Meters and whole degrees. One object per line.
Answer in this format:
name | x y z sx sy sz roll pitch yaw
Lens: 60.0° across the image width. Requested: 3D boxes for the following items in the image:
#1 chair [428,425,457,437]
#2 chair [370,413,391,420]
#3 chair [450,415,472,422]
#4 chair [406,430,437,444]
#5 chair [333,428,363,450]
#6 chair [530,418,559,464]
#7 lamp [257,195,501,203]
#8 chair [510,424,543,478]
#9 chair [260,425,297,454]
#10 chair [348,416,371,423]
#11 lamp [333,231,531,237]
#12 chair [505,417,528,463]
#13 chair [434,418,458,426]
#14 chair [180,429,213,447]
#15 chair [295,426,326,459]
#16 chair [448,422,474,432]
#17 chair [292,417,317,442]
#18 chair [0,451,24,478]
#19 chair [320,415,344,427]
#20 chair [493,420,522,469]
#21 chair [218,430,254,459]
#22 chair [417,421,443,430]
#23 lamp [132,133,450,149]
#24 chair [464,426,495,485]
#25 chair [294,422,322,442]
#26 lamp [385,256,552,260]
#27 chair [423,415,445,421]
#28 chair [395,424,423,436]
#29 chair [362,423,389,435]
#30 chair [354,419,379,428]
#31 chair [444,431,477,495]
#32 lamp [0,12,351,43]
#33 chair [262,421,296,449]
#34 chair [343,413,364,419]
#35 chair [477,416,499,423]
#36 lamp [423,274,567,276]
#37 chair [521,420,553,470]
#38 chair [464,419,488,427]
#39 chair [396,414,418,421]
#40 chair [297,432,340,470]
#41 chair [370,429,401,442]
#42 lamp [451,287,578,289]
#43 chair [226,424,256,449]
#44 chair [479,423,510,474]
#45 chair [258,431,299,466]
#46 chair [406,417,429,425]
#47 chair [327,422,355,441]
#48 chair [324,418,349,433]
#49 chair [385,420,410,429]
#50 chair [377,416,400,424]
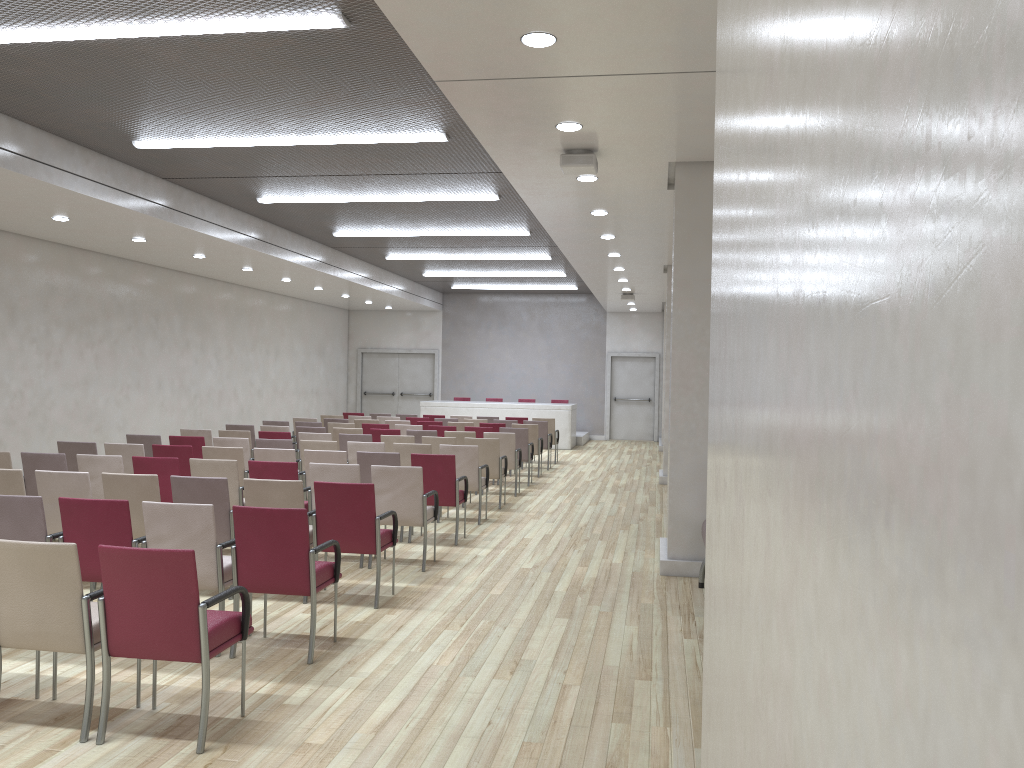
chair | -1.036 1.090 13.988 0.513 0.890 0.640 1 0 10
chair | -2.591 1.033 17.989 0.513 0.890 0.640 1 0 10
chair | -0.957 1.068 17.726 0.513 0.890 0.640 1 0 10
chair | -1.234 1.094 12.786 0.513 0.890 0.640 1 0 9
chair | -2.306 1.071 12.949 0.513 0.890 0.640 1 0 10
chair | 0.652 1.102 17.448 0.513 0.890 0.640 1 0 10
lamp | -1.793 -2.444 11.759 3.304 0.045 0.198 1 0 9
chair | 0.252 1.109 15.031 0.513 0.890 0.640 1 0 9
chair | -3.396 1.048 13.129 0.513 0.890 0.640 1 0 10
chair | -2.793 1.037 16.773 0.513 0.890 0.640 1 0 10
lamp | -1.334 -2.453 14.542 3.304 0.045 0.198 1 0 9
chair | 0.127 1.091 17.539 0.513 0.890 0.640 1 0 9
chair | -1.162 1.071 16.504 0.513 0.890 0.640 1 0 10
chair | -4.141 1.041 12.013 0.513 0.890 0.640 1 0 10
chair | -2.854 1.060 13.041 0.513 0.890 0.640 1 0 10
chair | -0.828 1.086 15.211 0.513 0.890 0.640 1 0 9
chair | -3.544 1.029 15.648 0.513 0.890 0.640 1 0 10
chair | -4.731 1.052 8.372 0.513 0.890 0.640 1 0 10
chair | -3.334 1.026 16.873 0.513 0.890 0.640 1 0 9
chair | -0.077 1.094 16.323 0.513 0.890 0.640 1 0 10
chair | -3.605 1.052 11.923 0.513 0.890 0.640 1 0 9
chair | -1.359 1.075 15.288 0.513 0.890 0.640 1 0 8
lamp | -2.259 -2.436 8.934 3.304 0.045 0.198 1 0 9
chair | -0.473 1.102 13.905 0.513 0.890 0.640 1 0 9
chair | -3.191 1.045 14.350 0.513 0.890 0.640 1 0 9
lamp | -0.865 -2.462 17.386 3.304 0.045 0.198 1 0 9
chair | -1.506 1.056 17.813 0.513 0.890 0.640 1 0 9
chair | -1.571 1.079 14.085 0.513 0.890 0.640 1 0 9
chair | -2.104 1.068 14.181 0.513 0.890 0.640 1 0 9
chair | -2.458 1.052 15.482 0.513 0.890 0.640 1 0 8
chair | -0.692 1.106 12.688 0.513 0.890 0.640 1 0 9
lamp | -2.723 -2.427 6.123 3.304 0.045 0.198 1 0 9
chair | -3.737 1.033 14.446 0.513 0.890 0.640 1 0 9
chair | -3.145 1.022 18.079 0.513 0.890 0.640 1 0 9
chair | -0.430 1.079 17.630 0.513 0.890 0.640 1 0 10
lamp | -0.408 -2.471 20.155 3.304 0.045 0.198 1 0 9
chair | 0.464 1.106 16.231 0.513 0.890 0.640 1 0 10
chair | -0.626 1.083 16.428 0.513 0.890 0.640 1 0 9
chair | -2.053 1.044 17.912 0.513 0.890 0.640 1 0 10
chair | -2.515 1.075 11.754 0.513 0.890 0.640 1 0 9
chair | -1.767 1.083 12.879 0.513 0.890 0.640 1 0 9
lamp | 0.057 -2.480 22.969 3.304 0.045 0.198 1 0 9
chair | -3.932 1.037 13.233 0.513 0.890 0.640 1 0 10
chair | -0.289 1.098 15.123 0.513 0.890 0.640 1 0 9
chair | -3.055 1.064 11.831 0.513 0.890 0.640 1 0 9
chair | -1.700 1.060 16.608 0.513 0.890 0.640 1 0 9
chair | -2.655 1.056 14.262 0.513 0.890 0.640 1 0 9
chair | -2.995 1.041 15.559 0.513 0.890 0.640 1 0 9
chair | -1.907 1.064 15.379 0.513 0.890 0.640 1 0 10
chair | -2.253 1.048 16.697 0.513 0.890 0.640 1 0 9
